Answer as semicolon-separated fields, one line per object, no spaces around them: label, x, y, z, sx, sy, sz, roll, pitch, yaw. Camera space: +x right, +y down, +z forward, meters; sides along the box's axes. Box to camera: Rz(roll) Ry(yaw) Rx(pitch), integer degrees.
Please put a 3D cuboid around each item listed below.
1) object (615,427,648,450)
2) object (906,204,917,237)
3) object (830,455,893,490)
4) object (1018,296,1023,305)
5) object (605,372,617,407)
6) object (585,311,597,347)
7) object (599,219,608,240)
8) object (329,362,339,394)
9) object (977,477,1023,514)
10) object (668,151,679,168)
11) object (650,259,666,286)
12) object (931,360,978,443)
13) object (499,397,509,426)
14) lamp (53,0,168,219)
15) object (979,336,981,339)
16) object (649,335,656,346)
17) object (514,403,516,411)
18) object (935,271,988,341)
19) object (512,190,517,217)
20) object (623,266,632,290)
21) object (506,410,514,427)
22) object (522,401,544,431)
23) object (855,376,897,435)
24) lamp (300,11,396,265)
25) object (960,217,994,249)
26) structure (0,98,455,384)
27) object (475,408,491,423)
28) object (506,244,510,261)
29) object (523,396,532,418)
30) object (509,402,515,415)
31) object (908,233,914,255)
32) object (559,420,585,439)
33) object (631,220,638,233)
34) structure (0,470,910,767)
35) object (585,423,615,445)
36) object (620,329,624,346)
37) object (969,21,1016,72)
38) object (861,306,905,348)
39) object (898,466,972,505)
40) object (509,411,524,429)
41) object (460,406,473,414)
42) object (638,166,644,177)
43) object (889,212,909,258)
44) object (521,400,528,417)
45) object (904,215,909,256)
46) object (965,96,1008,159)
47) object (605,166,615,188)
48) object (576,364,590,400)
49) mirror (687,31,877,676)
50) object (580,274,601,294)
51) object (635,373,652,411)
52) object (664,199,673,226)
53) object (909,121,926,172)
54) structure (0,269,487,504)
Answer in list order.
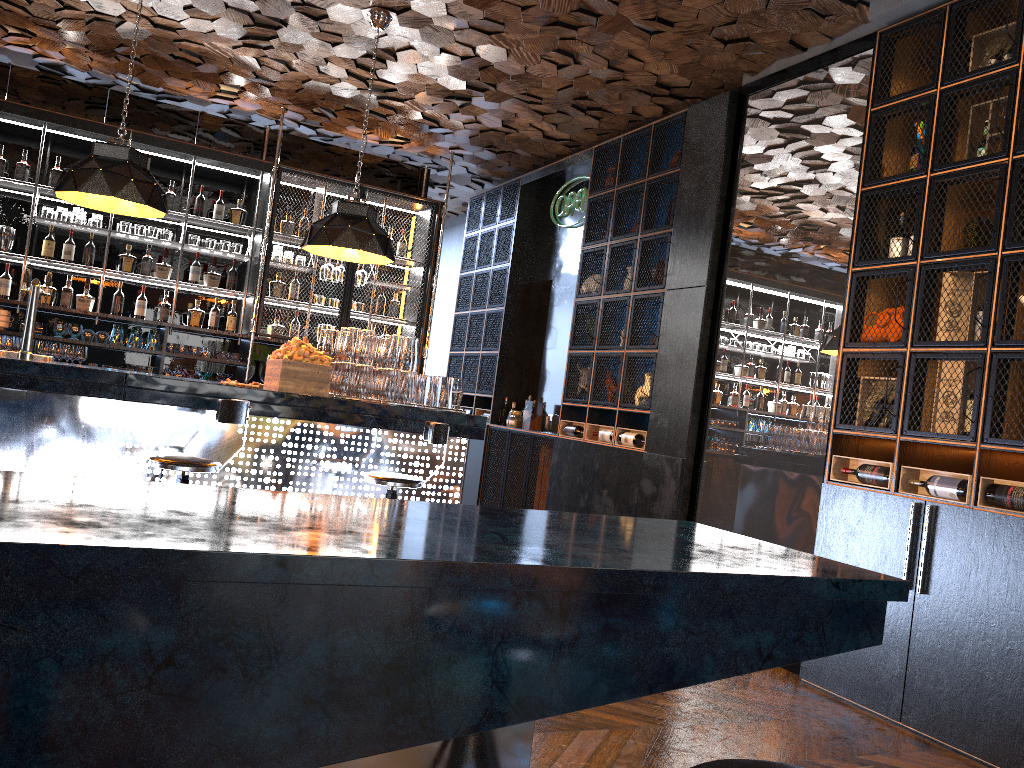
object;0.910;0.401;6.437;0.123;0.132;0.396;8;-2;-25
object;2.212;-0.769;4.786;0.116;0.392;0.144;8;-2;-21
object;1.830;0.455;4.551;0.122;0.132;0.396;8;-2;-23
object;2.305;-0.284;3.827;0.237;0.266;0.164;6;-2;35
object;0.804;0.045;6.888;0.131;0.280;0.208;9;-2;-44
object;0.713;-0.438;7.298;0.167;0.356;0.255;8;-2;-21
object;0.810;-1.242;7.318;0.126;0.249;0.253;8;-2;-26
object;-1.055;-0.026;5.390;0.105;0.209;0.105;7;-2;-1
object;2.234;0.493;3.802;0.126;0.132;0.396;9;-2;-37
object;1.259;-1.627;6.549;0.138;0.222;0.278;8;-2;-25
object;1.147;-0.783;6.528;0.265;0.239;0.266;6;-2;43
object;2.192;0.086;4.265;0.139;0.396;0.281;8;-2;-28
object;-0.070;0.269;8.619;0.080;0.279;0.080;7;-2;23
lamp;-2.140;-1.772;4.979;0.582;1.564;0.607;8;-2;-26
object;2.266;-0.221;4.145;0.085;0.183;0.189;8;-2;-31
object;1.083;-0.338;6.532;0.119;0.220;0.212;9;-2;-42
object;0.013;0.296;8.568;0.065;0.237;0.065;7;-2;23
object;2.248;-0.342;4.311;0.304;0.396;0.162;6;-2;39
object;0.078;-1.779;8.939;0.116;0.358;0.198;8;-2;-26
object;0.994;-0.791;6.900;0.253;0.249;0.126;6;-2;34
object;0.059;0.338;8.400;0.228;0.164;0.117;8;-2;-25
object;0.192;0.291;8.077;0.116;0.264;0.144;8;-2;-26
object;2.015;0.124;4.643;0.152;0.297;0.361;8;-2;-35
lamp;-0.949;-1.598;5.696;0.582;1.564;0.607;8;-2;-26
object;2.271;-0.681;4.245;0.182;0.187;0.187;7;-2;9
structure;-3.823;-0.843;6.934;6.750;3.553;1.143;8;-2;-26
object;-0.234;0.323;8.824;0.122;0.132;0.396;8;-2;-26
object;0.028;-1.314;8.898;0.097;0.290;0.290;8;-2;-27
object;0.153;0.266;8.355;0.086;0.313;0.086;7;-2;18
object;0.001;0.292;8.483;0.065;0.237;0.065;6;-2;33
object;2.100;-0.745;4.576;0.088;0.306;0.088;8;-2;-17
object;0.538;0.376;7.210;0.122;0.133;0.396;8;-2;-26
object;1.028;-1.186;6.944;0.210;0.168;0.105;8;-2;-26
structure;-1.653;0.546;0.898;4.941;0.998;0.673;8;-2;-26
object;0.722;0.389;6.826;0.122;0.132;0.396;8;-2;-26
object;0.909;-0.340;6.924;0.096;0.210;0.183;8;-2;-23
object;2.436;-1.579;4.308;0.152;0.297;0.361;8;-2;-28
object;1.930;-0.288;4.598;0.138;0.222;0.278;8;-2;-26
object;2.021;0.475;4.163;0.122;0.132;0.396;8;-2;-21
object;0.042;0.332;8.248;0.106;0.164;0.106;9;-2;-36
object;-0.414;0.311;9.209;0.123;0.132;0.396;8;-2;-26
object;1.089;-1.694;6.941;0.152;0.332;0.289;8;-2;-34
object;2.040;-0.750;4.668;0.088;0.306;0.088;8;-2;-17
object;0.125;0.289;8.448;0.080;0.279;0.080;7;-2;23
object;2.084;-0.748;4.754;0.086;0.313;0.086;7;-2;13
object;2.335;-1.181;4.279;0.119;0.352;0.222;8;-2;-26
object;0.890;-1.668;7.312;0.253;0.249;0.126;6;-2;34
object;0.650;-0.001;7.287;0.175;0.351;0.369;8;-2;-21
mirror;1.560;-0.198;5.320;0.026;3.551;1.194;8;-2;-26
object;0.760;-0.796;7.297;0.403;0.221;0.192;6;-2;33
object;1.046;0.052;6.491;0.164;0.303;0.341;8;-2;-21
object;1.212;-1.236;6.533;0.114;0.290;0.249;8;-2;-26
object;2.212;-1.204;4.649;0.224;0.390;0.222;9;-2;-42
structure;-3.127;0.118;4.549;6.009;1.685;1.214;8;-2;-26
